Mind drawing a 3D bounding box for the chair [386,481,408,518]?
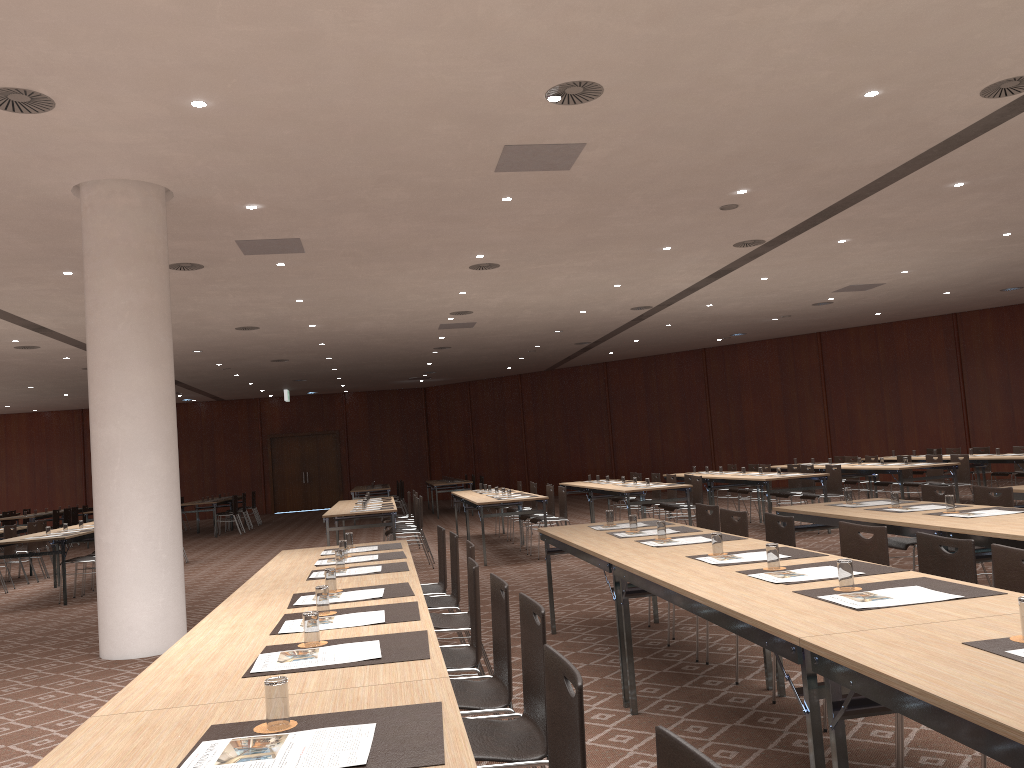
[{"bbox_3d":[-2.989,3.014,23.096,0.613,0.939,0.536,-3,-4,-11],"label":"chair"}]

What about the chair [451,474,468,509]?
[{"bbox_3d":[-1.456,3.096,25.611,0.613,0.939,0.536,-4,-4,-10],"label":"chair"}]

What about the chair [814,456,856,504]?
[{"bbox_3d":[6.036,1.830,16.640,0.613,0.939,0.536,-4,-4,-6],"label":"chair"}]

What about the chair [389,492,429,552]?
[{"bbox_3d":[-1.675,2.218,14.197,0.613,0.939,0.536,-4,-4,-8],"label":"chair"}]

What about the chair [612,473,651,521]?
[{"bbox_3d":[2.073,2.034,15.442,0.613,0.939,0.536,-4,-4,-6],"label":"chair"}]

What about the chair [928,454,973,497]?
[{"bbox_3d":[6.495,1.516,13.075,0.613,0.939,0.536,-4,-4,-8],"label":"chair"}]

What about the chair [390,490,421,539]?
[{"bbox_3d":[-1.853,2.327,15.417,0.613,0.939,0.536,-4,-4,-8],"label":"chair"}]

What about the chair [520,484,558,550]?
[{"bbox_3d":[0.442,2.005,13.508,0.613,0.939,0.536,-4,-4,-7],"label":"chair"}]

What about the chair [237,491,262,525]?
[{"bbox_3d":[-7.358,3.475,24.788,0.613,0.939,0.536,-4,-4,-7],"label":"chair"}]

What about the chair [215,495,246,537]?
[{"bbox_3d":[-6.782,3.158,21.295,0.613,0.939,0.536,-4,-4,-7],"label":"chair"}]

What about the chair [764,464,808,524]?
[{"bbox_3d":[4.384,1.758,14.139,0.613,0.939,0.536,-4,-4,-10],"label":"chair"}]

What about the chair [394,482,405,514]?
[{"bbox_3d":[-2.924,2.911,21.849,0.613,0.939,0.536,-4,-4,-11],"label":"chair"}]

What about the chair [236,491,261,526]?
[{"bbox_3d":[-7.192,3.409,24.109,0.613,0.939,0.536,-4,-4,-11],"label":"chair"}]

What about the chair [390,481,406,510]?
[{"bbox_3d":[-3.180,3.107,24.097,0.613,0.939,0.536,-4,-4,-7],"label":"chair"}]

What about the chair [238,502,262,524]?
[{"bbox_3d":[-7.361,3.477,24.807,0.613,0.939,0.536,-4,-4,-11],"label":"chair"}]

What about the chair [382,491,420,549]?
[{"bbox_3d":[-1.868,2.280,14.806,0.613,0.939,0.536,-4,-4,-6],"label":"chair"}]

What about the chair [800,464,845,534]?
[{"bbox_3d":[4.521,1.641,12.781,0.613,0.939,0.536,-4,-4,-9],"label":"chair"}]

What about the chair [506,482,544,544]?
[{"bbox_3d":[0.230,2.102,14.541,0.613,0.939,0.536,-4,-4,-10],"label":"chair"}]

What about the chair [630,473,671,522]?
[{"bbox_3d":[2.275,1.966,14.769,0.613,0.939,0.536,-4,-4,-10],"label":"chair"}]

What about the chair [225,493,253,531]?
[{"bbox_3d":[-6.970,3.273,22.585,0.613,0.939,0.536,-4,-4,-7],"label":"chair"}]

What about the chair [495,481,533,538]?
[{"bbox_3d":[0.001,2.219,15.817,0.613,0.939,0.536,-4,-4,-8],"label":"chair"}]

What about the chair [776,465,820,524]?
[{"bbox_3d":[4.376,1.707,13.482,0.613,0.939,0.536,-4,-4,-7],"label":"chair"}]

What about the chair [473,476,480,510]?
[{"bbox_3d":[-1.145,2.905,23.476,0.613,0.939,0.536,-4,-4,-10],"label":"chair"}]

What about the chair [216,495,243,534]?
[{"bbox_3d":[-6.996,3.217,21.849,0.613,0.939,0.536,-3,-4,-11],"label":"chair"}]

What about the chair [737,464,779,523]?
[{"bbox_3d":[4.187,1.846,15.069,0.613,0.939,0.536,-4,-4,-9],"label":"chair"}]

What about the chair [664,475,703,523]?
[{"bbox_3d":[2.495,1.775,12.549,0.613,0.939,0.536,-4,-4,-8],"label":"chair"}]

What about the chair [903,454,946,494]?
[{"bbox_3d":[6.453,1.575,13.782,0.613,0.939,0.536,-4,-4,-8],"label":"chair"}]

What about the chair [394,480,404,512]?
[{"bbox_3d":[-3.333,3.162,24.654,0.613,0.939,0.536,-4,-4,-9],"label":"chair"}]

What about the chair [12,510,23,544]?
[{"bbox_3d":[-13.249,3.796,23.234,0.613,0.939,0.536,-4,-4,-8],"label":"chair"}]

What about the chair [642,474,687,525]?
[{"bbox_3d":[2.357,1.883,13.786,0.613,0.939,0.536,-4,-4,-10],"label":"chair"}]

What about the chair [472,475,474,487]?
[{"bbox_3d":[-1.213,2.986,24.442,0.613,0.939,0.536,-4,-4,-7],"label":"chair"}]

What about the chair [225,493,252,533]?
[{"bbox_3d":[-6.963,3.269,22.536,0.613,0.939,0.536,-3,-4,-11],"label":"chair"}]

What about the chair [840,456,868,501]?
[{"bbox_3d":[6.024,1.782,16.012,0.613,0.939,0.536,-4,-4,-11],"label":"chair"}]

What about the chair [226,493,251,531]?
[{"bbox_3d":[-7.236,3.362,23.469,0.613,0.939,0.536,-3,-4,-11],"label":"chair"}]

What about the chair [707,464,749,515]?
[{"bbox_3d":[3.950,1.968,16.402,0.613,0.939,0.536,-4,-4,-7],"label":"chair"}]

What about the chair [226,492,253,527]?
[{"bbox_3d":[-7.237,3.363,23.471,0.613,0.939,0.536,-4,-4,-7],"label":"chair"}]

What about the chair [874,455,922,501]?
[{"bbox_3d":[6.258,1.638,14.401,0.613,0.939,0.536,-4,-4,-6],"label":"chair"}]

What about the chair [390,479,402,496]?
[{"bbox_3d":[-3.321,3.218,25.375,0.613,0.939,0.536,-4,-4,-8],"label":"chair"}]

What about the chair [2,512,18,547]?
[{"bbox_3d":[-13.014,3.723,22.537,0.613,0.939,0.536,-4,-4,-7],"label":"chair"}]

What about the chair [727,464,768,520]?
[{"bbox_3d":[4.159,1.896,15.683,0.613,0.939,0.536,-4,-4,-9],"label":"chair"}]

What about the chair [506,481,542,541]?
[{"bbox_3d":[0.210,2.147,15.103,0.613,0.939,0.536,-4,-4,-6],"label":"chair"}]

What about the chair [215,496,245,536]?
[{"bbox_3d":[-6.771,3.151,21.224,0.613,0.939,0.536,-4,-4,-7],"label":"chair"}]

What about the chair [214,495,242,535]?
[{"bbox_3d":[-7.006,3.223,21.917,0.613,0.939,0.536,-4,-4,-6],"label":"chair"}]

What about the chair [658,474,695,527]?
[{"bbox_3d":[2.507,1.824,13.176,0.613,0.939,0.536,-4,-4,-6],"label":"chair"}]

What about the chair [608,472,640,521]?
[{"bbox_3d":[2.079,2.086,16.112,0.613,0.939,0.536,-4,-4,-7],"label":"chair"}]

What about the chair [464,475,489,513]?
[{"bbox_3d":[-0.938,2.841,22.860,0.613,0.939,0.536,-4,-4,-7],"label":"chair"}]

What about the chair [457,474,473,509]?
[{"bbox_3d":[-1.248,3.032,24.988,0.613,0.939,0.536,-4,-4,-8],"label":"chair"}]

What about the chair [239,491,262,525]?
[{"bbox_3d":[-7.203,3.416,24.184,0.613,0.939,0.536,-4,-4,-8],"label":"chair"}]

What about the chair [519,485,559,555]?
[{"bbox_3d":[0.428,1.957,12.889,0.613,0.939,0.536,-3,-4,-11],"label":"chair"}]

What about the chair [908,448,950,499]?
[{"bbox_3d":[7.952,1.707,16.913,0.613,0.939,0.536,-3,-4,-11],"label":"chair"}]

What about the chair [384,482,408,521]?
[{"bbox_3d":[-2.954,2.969,22.552,0.613,0.939,0.536,-4,-4,-6],"label":"chair"}]

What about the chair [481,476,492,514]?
[{"bbox_3d":[-0.872,2.777,22.103,0.613,0.939,0.536,-4,-4,-8],"label":"chair"}]

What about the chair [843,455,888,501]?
[{"bbox_3d":[6.150,1.728,15.442,0.613,0.939,0.536,-4,-4,-7],"label":"chair"}]

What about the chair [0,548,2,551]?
[{"bbox_3d":[-12.874,3.638,21.581,0.613,0.939,0.536,-4,-4,-6],"label":"chair"}]
